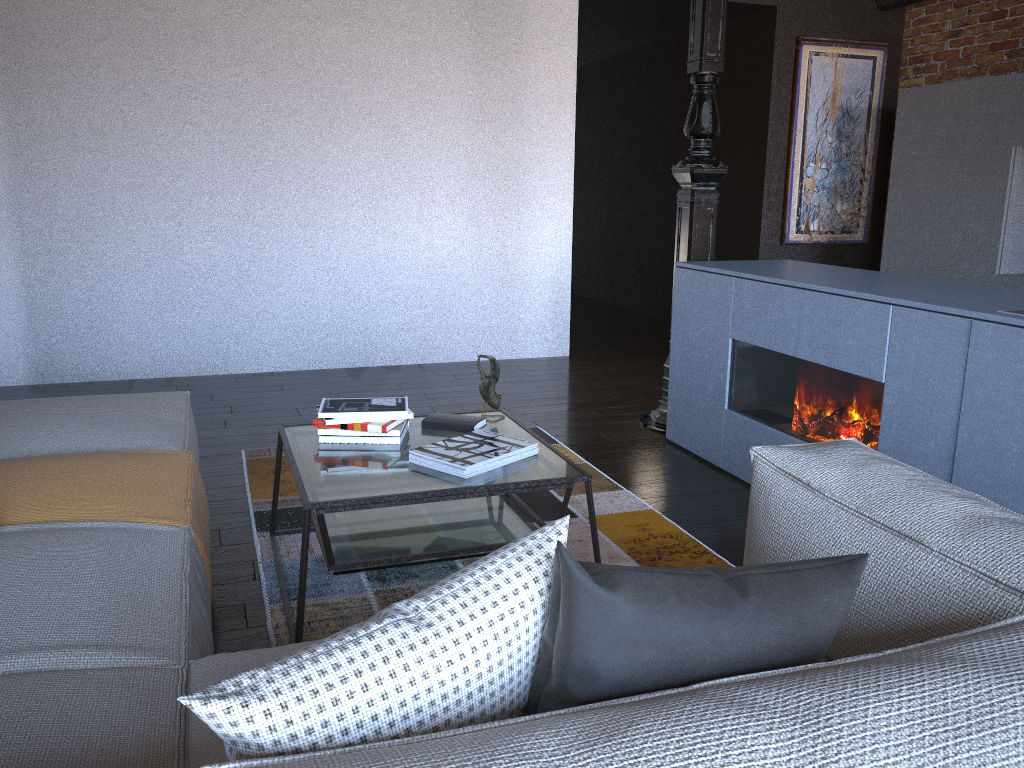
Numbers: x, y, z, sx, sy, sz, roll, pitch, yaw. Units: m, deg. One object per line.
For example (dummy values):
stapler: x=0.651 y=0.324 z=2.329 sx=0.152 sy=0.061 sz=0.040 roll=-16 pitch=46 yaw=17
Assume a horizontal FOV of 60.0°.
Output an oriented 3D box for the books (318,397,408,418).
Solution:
books: x=-0.455 y=0.070 z=2.732 sx=0.268 sy=0.014 sz=0.196 roll=-1 pitch=13 yaw=-8

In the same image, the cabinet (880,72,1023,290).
cabinet: x=3.501 y=-0.608 z=4.117 sx=0.713 sy=1.811 sz=4.169 roll=-4 pitch=13 yaw=-19

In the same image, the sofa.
sofa: x=-0.615 y=0.375 z=2.142 sx=2.536 sy=0.698 sz=3.296 roll=-4 pitch=13 yaw=-19

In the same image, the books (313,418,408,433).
books: x=-0.458 y=0.107 z=2.719 sx=0.239 sy=0.023 sz=0.190 roll=4 pitch=13 yaw=15

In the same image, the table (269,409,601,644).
table: x=-0.269 y=0.378 z=2.652 sx=0.842 sy=0.389 sz=0.847 roll=-4 pitch=13 yaw=-19

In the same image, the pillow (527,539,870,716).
pillow: x=0.200 y=0.348 z=1.137 sx=0.538 sy=0.418 sz=0.238 roll=-6 pitch=15 yaw=-29

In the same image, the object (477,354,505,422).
object: x=-0.079 y=0.006 z=2.934 sx=0.099 sy=0.223 sz=0.093 roll=5 pitch=14 yaw=20

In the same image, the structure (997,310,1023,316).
structure: x=1.702 y=-0.126 z=2.184 sx=0.504 sy=0.057 sz=0.762 roll=-4 pitch=13 yaw=-19

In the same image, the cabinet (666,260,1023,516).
cabinet: x=1.496 y=0.152 z=2.827 sx=0.607 sy=0.845 sz=2.956 roll=-4 pitch=13 yaw=-19

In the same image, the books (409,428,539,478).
books: x=-0.106 y=0.195 z=2.527 sx=0.225 sy=0.038 sz=0.308 roll=11 pitch=16 yaw=40

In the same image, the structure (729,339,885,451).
structure: x=1.203 y=0.070 z=3.307 sx=0.332 sy=0.395 sz=0.942 roll=-4 pitch=13 yaw=-19

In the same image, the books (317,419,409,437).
books: x=-0.457 y=0.123 z=2.747 sx=0.251 sy=0.023 sz=0.208 roll=1 pitch=13 yaw=0

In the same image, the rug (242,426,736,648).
rug: x=-0.153 y=0.498 z=3.081 sx=1.431 sy=0.013 sz=2.361 roll=-4 pitch=13 yaw=-19

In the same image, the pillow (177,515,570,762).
pillow: x=-0.128 y=0.376 z=1.056 sx=0.543 sy=0.402 sz=0.250 roll=-9 pitch=16 yaw=-36

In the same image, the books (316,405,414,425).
books: x=-0.455 y=0.085 z=2.735 sx=0.268 sy=0.014 sz=0.196 roll=-4 pitch=13 yaw=-20

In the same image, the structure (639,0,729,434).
structure: x=-2.259 y=-0.462 z=1.803 sx=8.510 sy=2.397 sz=0.481 roll=-9 pitch=16 yaw=-37

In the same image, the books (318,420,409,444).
books: x=-0.456 y=0.145 z=2.752 sx=0.247 sy=0.024 sz=0.208 roll=1 pitch=13 yaw=0

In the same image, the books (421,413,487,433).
books: x=-0.184 y=0.122 z=2.858 sx=0.182 sy=0.029 sz=0.129 roll=5 pitch=13 yaw=18

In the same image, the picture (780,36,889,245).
picture: x=2.383 y=-1.775 z=6.574 sx=0.780 sy=1.472 sz=0.067 roll=-4 pitch=14 yaw=-19
